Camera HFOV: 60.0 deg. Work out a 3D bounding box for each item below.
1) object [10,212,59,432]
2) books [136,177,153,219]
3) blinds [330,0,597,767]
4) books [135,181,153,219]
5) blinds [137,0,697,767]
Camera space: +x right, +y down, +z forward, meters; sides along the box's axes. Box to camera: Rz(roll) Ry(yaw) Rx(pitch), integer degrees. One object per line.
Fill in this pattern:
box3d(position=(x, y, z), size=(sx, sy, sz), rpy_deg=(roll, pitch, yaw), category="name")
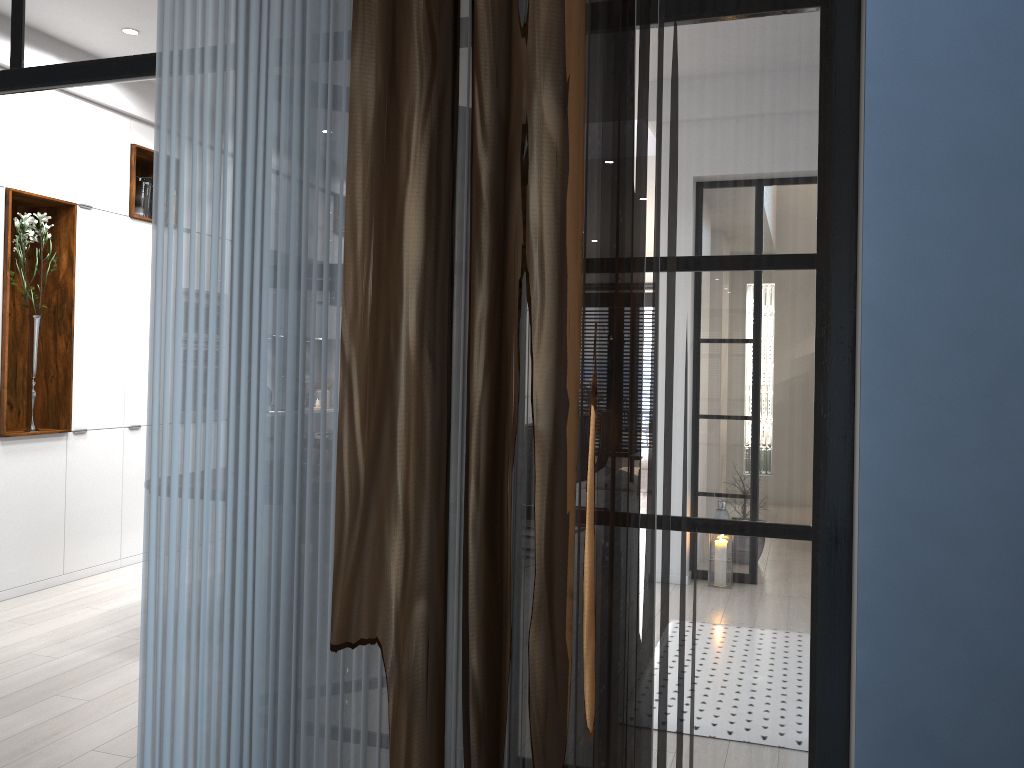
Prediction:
box3d(position=(-2.907, -0.384, 5.367), size=(0.268, 1.342, 0.268), rpy_deg=(1, -1, 44), category="object")
box3d(position=(-2.624, -1.319, 6.321), size=(0.268, 0.321, 0.047), rpy_deg=(1, -1, 18), category="books")
box3d(position=(0.105, -0.148, 1.446), size=(0.811, 3.045, 0.254), rpy_deg=(1, -1, 19), category="blinds")
box3d(position=(-2.656, -1.297, 6.251), size=(0.236, 0.278, 0.106), rpy_deg=(1, 0, 18), category="books")
box3d(position=(-0.134, -0.148, 1.632), size=(1.301, 3.069, 0.052), rpy_deg=(1, -1, 19), category="blinds")
